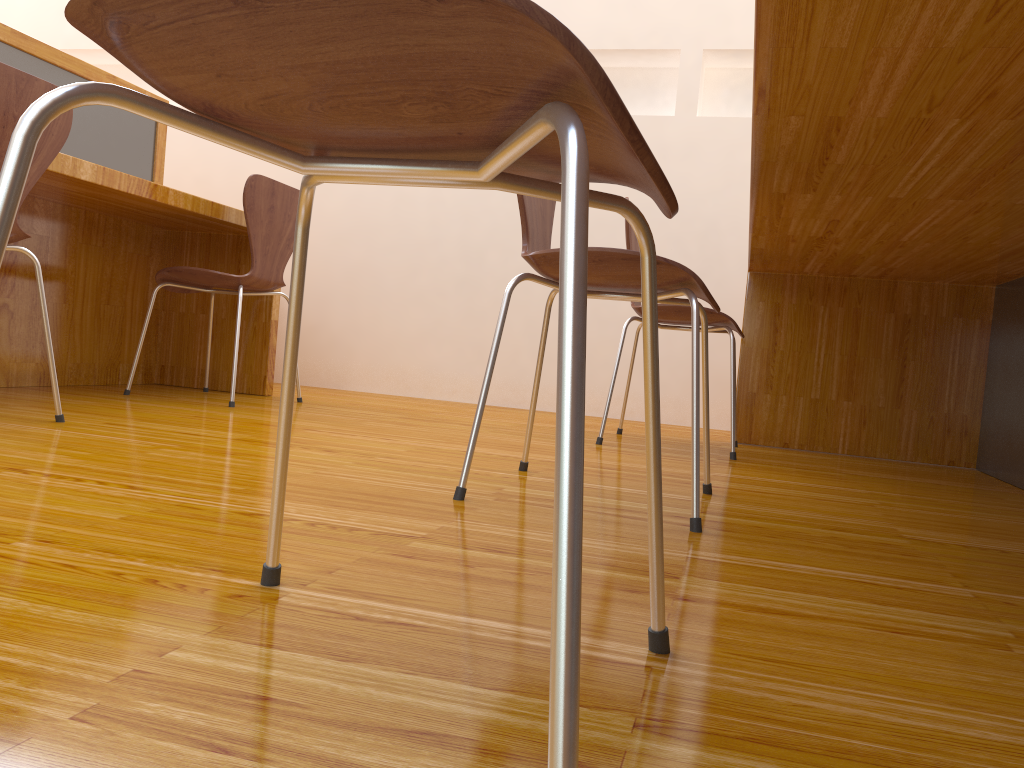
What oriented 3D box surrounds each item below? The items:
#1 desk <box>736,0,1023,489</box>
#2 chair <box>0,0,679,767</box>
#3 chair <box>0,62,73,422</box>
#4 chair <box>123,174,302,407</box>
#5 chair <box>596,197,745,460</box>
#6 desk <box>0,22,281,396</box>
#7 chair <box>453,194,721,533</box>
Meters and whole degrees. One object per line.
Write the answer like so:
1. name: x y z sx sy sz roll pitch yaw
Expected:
1. desk: 1.079 0.071 1.212 1.527 0.785 3.243 6 2 15
2. chair: -0.074 -0.135 0.569 0.381 0.693 0.428 6 2 15
3. chair: -1.153 -0.271 1.718 0.381 0.693 0.428 6 2 15
4. chair: -0.906 -0.291 2.809 0.381 0.693 0.428 6 2 15
5. chair: 0.494 -0.161 2.581 0.381 0.693 0.428 6 2 15
6. desk: -1.812 -0.503 1.727 1.248 1.022 3.216 6 2 15
7. chair: 0.173 -0.149 1.509 0.381 0.693 0.428 6 2 15
